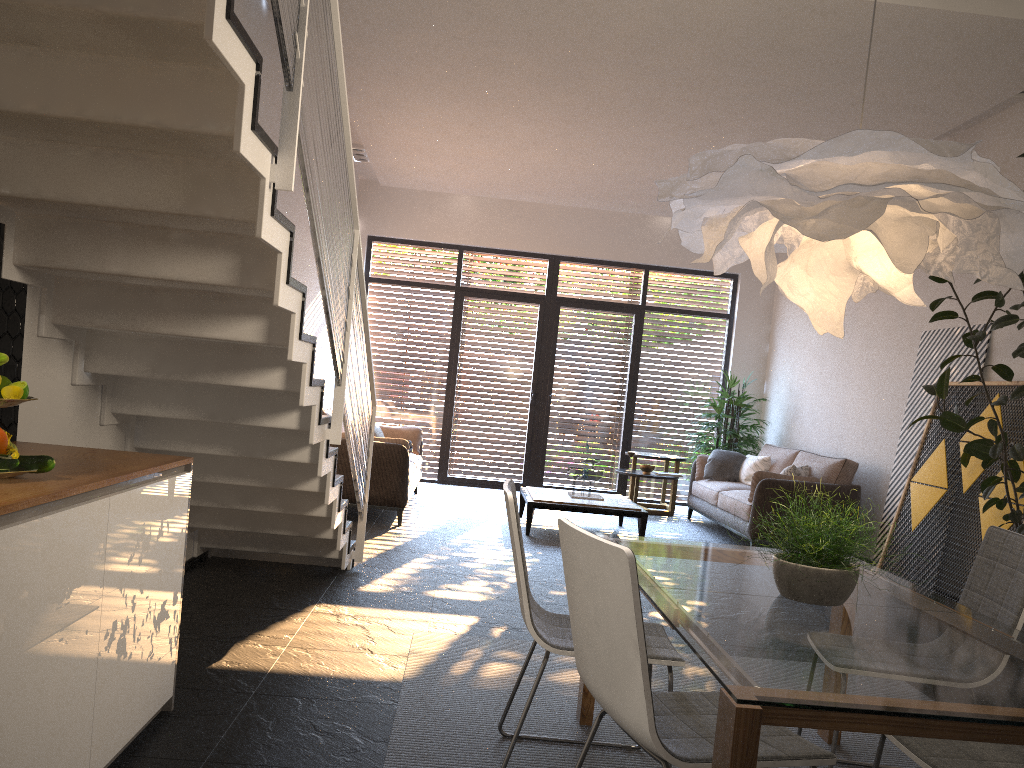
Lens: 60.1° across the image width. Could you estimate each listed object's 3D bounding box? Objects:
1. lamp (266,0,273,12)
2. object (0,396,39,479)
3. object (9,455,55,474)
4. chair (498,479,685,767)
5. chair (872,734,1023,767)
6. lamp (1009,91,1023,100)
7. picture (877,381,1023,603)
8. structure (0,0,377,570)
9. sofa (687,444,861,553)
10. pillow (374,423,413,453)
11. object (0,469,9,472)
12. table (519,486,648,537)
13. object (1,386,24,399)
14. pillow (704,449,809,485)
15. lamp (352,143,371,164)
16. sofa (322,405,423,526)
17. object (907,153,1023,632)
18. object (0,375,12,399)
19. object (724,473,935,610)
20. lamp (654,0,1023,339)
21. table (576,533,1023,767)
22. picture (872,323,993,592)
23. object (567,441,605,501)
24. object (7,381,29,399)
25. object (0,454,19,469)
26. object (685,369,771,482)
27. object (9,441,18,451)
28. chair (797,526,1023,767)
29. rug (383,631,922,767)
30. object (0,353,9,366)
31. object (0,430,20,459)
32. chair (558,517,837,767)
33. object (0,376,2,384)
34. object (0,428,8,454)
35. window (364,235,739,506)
[{"bbox_3d":[-1.411,-2.435,5.426,0.253,0.066,0.644,6,0,-3],"label":"lamp"},{"bbox_3d":[-1.321,0.011,2.165,0.352,0.426,0.351,5,1,-9],"label":"object"},{"bbox_3d":[-1.253,0.192,2.173,0.239,0.048,0.061,6,1,-22],"label":"object"},{"bbox_3d":[0.227,0.810,2.876,0.601,0.921,0.474,6,2,0],"label":"chair"},{"bbox_3d":[1.264,0.906,2.182,0.601,0.921,0.474,5,2,-3],"label":"chair"},{"bbox_3d":[3.388,-1.966,5.678,0.253,0.066,0.644,6,0,-3],"label":"lamp"},{"bbox_3d":[3.029,0.765,5.965,0.386,1.608,1.494,5,1,-3],"label":"picture"},{"bbox_3d":[0.764,-2.867,1.330,4.235,8.327,8.444,5,1,-3],"label":"structure"},{"bbox_3d":[2.494,1.074,8.696,0.993,0.921,2.317,5,0,-3],"label":"sofa"},{"bbox_3d":[-1.587,0.558,8.972,0.953,0.709,1.018,6,1,21],"label":"pillow"},{"bbox_3d":[-1.232,0.209,2.127,0.042,0.014,0.043,6,0,7],"label":"object"},{"bbox_3d":[0.615,1.193,8.151,1.049,0.308,1.114,6,0,-3],"label":"table"},{"bbox_3d":[-1.217,0.024,2.157,0.048,0.041,0.045,5,1,-42],"label":"object"},{"bbox_3d":[2.384,0.876,8.718,0.618,0.343,1.890,6,0,-3],"label":"pillow"},{"bbox_3d":[-1.594,-2.424,9.266,0.253,0.066,0.644,6,0,-3],"label":"lamp"},{"bbox_3d":[-1.395,0.694,8.492,0.993,0.921,2.317,5,0,-3],"label":"sofa"},{"bbox_3d":[2.898,-0.057,4.846,0.909,3.207,2.004,4,2,-25],"label":"object"},{"bbox_3d":[-1.309,0.015,2.228,0.101,0.078,0.095,5,1,-7],"label":"object"},{"bbox_3d":[0.884,0.446,2.502,0.532,0.368,0.666,5,0,-8],"label":"object"},{"bbox_3d":[1.171,-2.712,2.355,1.117,5.224,1.060,6,3,8],"label":"lamp"},{"bbox_3d":[0.819,0.967,2.514,0.997,0.716,1.797,6,0,-3],"label":"table"},{"bbox_3d":[3.147,0.569,6.721,0.207,2.023,0.955,5,2,-3],"label":"picture"},{"bbox_3d":[0.234,-1.281,3.831,0.365,4.482,8.901,6,0,9],"label":"object"},{"bbox_3d":[-1.237,0.019,2.208,0.060,0.054,0.059,6,1,31],"label":"object"},{"bbox_3d":[-1.282,0.179,2.083,0.053,0.045,0.217,6,0,44],"label":"object"},{"bbox_3d":[2.491,0.681,10.299,0.980,1.727,0.910,4,3,-38],"label":"object"},{"bbox_3d":[-1.305,0.176,2.282,0.151,0.073,0.076,6,1,35],"label":"object"},{"bbox_3d":[1.324,0.917,2.920,0.601,0.921,0.474,6,2,7],"label":"chair"},{"bbox_3d":[0.788,1.319,2.548,2.371,0.006,3.680,6,0,-3],"label":"rug"},{"bbox_3d":[-1.293,-0.040,2.123,0.056,0.082,0.181,6,0,26],"label":"object"},{"bbox_3d":[-1.260,0.146,2.176,0.153,0.077,0.079,6,1,32],"label":"object"},{"bbox_3d":[0.404,0.822,2.136,0.602,0.921,0.473,5,2,-17],"label":"chair"},{"bbox_3d":[-1.270,-0.011,2.144,0.068,0.058,0.071,5,1,-3],"label":"object"},{"bbox_3d":[-1.270,0.133,2.145,0.087,0.093,0.085,6,1,2],"label":"object"},{"bbox_3d":[0.379,-0.151,11.018,4.943,3.036,0.458,6,3,-3],"label":"window"}]
